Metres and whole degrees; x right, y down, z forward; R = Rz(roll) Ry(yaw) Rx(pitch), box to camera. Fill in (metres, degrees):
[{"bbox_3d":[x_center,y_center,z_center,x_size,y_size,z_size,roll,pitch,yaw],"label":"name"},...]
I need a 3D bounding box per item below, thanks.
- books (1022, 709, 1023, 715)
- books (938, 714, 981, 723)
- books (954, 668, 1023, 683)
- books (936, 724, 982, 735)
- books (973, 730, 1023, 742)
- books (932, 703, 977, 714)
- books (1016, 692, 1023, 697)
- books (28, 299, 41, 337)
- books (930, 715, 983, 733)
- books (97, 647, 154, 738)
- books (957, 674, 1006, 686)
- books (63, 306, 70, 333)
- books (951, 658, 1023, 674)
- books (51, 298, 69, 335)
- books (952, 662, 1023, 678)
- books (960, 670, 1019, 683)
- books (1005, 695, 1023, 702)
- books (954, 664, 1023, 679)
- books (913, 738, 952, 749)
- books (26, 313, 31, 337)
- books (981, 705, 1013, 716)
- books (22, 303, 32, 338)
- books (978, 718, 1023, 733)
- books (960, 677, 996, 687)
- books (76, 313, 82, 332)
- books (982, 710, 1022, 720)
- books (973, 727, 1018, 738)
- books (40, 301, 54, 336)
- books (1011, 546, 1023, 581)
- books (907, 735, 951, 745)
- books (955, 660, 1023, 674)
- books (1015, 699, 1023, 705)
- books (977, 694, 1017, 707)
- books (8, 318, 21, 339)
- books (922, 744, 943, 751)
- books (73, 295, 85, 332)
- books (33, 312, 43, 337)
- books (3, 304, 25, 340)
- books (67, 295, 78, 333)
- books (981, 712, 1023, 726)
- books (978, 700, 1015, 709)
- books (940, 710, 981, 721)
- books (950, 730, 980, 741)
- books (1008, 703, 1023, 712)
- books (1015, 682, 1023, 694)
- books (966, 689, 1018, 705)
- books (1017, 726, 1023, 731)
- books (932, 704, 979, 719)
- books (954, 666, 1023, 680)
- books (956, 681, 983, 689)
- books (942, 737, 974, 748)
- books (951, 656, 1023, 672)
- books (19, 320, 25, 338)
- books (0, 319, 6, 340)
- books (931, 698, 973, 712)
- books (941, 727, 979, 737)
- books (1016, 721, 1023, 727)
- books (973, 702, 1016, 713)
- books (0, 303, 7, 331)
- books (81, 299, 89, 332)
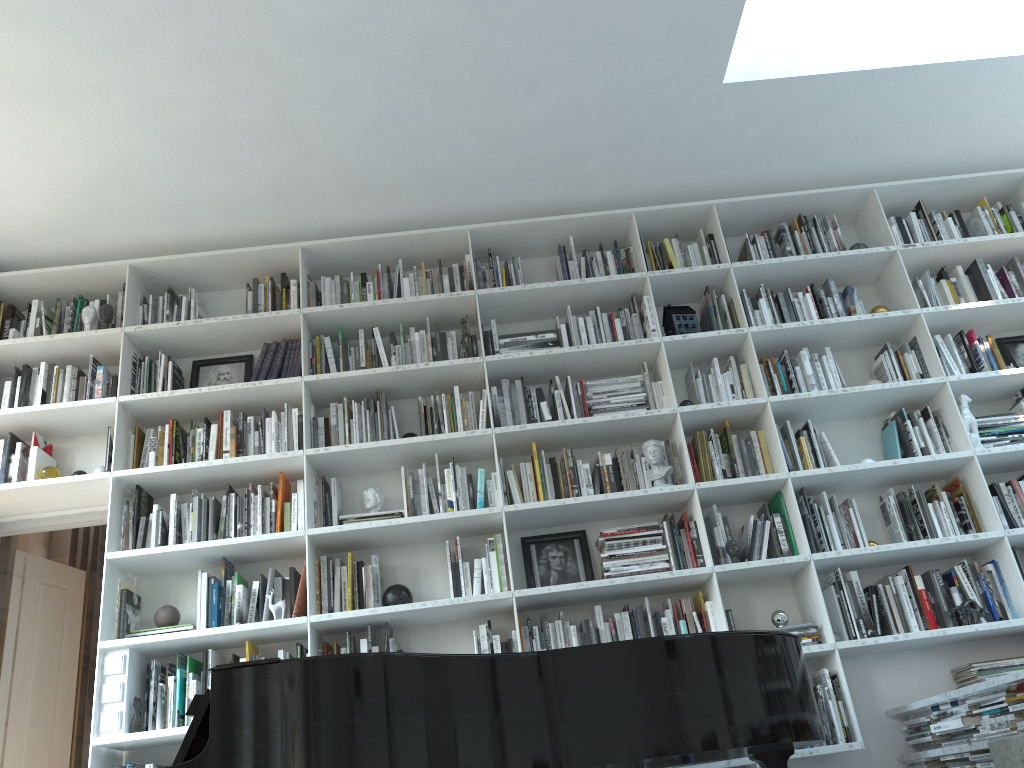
[{"bbox_3d":[1.717,1.000,2.757,0.159,0.018,0.204,-5,-26,-5],"label":"books"},{"bbox_3d":[1.709,1.241,3.302,0.171,0.007,0.207,-7,-26,-1],"label":"books"},{"bbox_3d":[2.056,1.210,3.708,0.345,0.007,0.194,-5,-26,-6],"label":"books"},{"bbox_3d":[1.717,1.274,3.286,0.163,0.008,0.296,-5,-26,-5],"label":"books"},{"bbox_3d":[1.714,1.178,2.992,0.183,0.012,0.298,-6,-26,-4],"label":"books"},{"bbox_3d":[1.712,1.207,3.318,0.159,0.007,0.286,-6,-26,-4],"label":"books"},{"bbox_3d":[1.724,0.952,2.781,0.128,0.013,0.297,-5,-26,-5],"label":"books"},{"bbox_3d":[-2.343,-0.250,4.417,0.028,0.282,0.190,-6,-26,-3],"label":"books"},{"bbox_3d":[1.700,1.258,3.293,0.189,0.029,0.239,-5,-26,-6],"label":"books"},{"bbox_3d":[-1.578,1.281,3.634,0.106,0.338,0.308,-6,-26,-3],"label":"books"},{"bbox_3d":[2.056,1.227,3.708,0.308,0.008,0.196,-6,-26,-3],"label":"books"},{"bbox_3d":[-2.197,-0.247,4.435,0.030,0.256,0.130,-6,-26,-3],"label":"books"},{"bbox_3d":[2.052,1.178,3.727,0.345,0.007,0.194,-5,-26,-5],"label":"books"},{"bbox_3d":[-2.233,-0.262,4.422,0.039,0.281,0.182,-6,-26,-3],"label":"books"},{"bbox_3d":[2.054,1.191,3.720,0.345,0.007,0.194,-7,-26,-1],"label":"books"},{"bbox_3d":[2.057,1.214,3.700,0.308,0.008,0.196,-9,-26,2],"label":"books"},{"bbox_3d":[1.700,0.964,2.775,0.187,0.009,0.262,-6,-26,-4],"label":"books"},{"bbox_3d":[2.055,1.194,3.709,0.345,0.007,0.194,-4,-26,-7],"label":"books"},{"bbox_3d":[1.722,1.428,3.536,0.163,0.017,0.234,-7,-26,-1],"label":"books"},{"bbox_3d":[-2.365,-0.218,4.412,0.024,0.226,0.158,-6,-26,-3],"label":"books"},{"bbox_3d":[1.720,1.107,3.027,0.144,0.013,0.221,-8,-26,0],"label":"books"},{"bbox_3d":[-2.386,-0.244,4.416,0.010,0.280,0.161,-6,-26,-3],"label":"books"},{"bbox_3d":[1.714,1.152,3.005,0.164,0.023,0.243,-8,-26,1],"label":"books"},{"bbox_3d":[2.057,1.228,3.693,0.308,0.008,0.196,-4,-26,-7],"label":"books"},{"bbox_3d":[-2.124,-0.230,4.411,0.024,0.186,0.160,-6,-26,-3],"label":"books"},{"bbox_3d":[1.725,1.118,3.021,0.150,0.013,0.216,-6,-26,-3],"label":"books"},{"bbox_3d":[1.707,1.168,2.997,0.190,0.012,0.236,-5,-26,-5],"label":"books"},{"bbox_3d":[-2.280,-0.255,4.402,0.057,0.261,0.191,-6,-26,-3],"label":"books"},{"bbox_3d":[2.226,0.887,3.880,0.013,0.325,0.131,-6,-26,-3],"label":"books"},{"bbox_3d":[1.711,1.414,3.543,0.175,0.017,0.266,-8,-26,0],"label":"books"},{"bbox_3d":[2.053,1.185,3.723,0.308,0.008,0.196,-7,-26,-1],"label":"books"},{"bbox_3d":[1.708,0.973,2.771,0.161,0.012,0.255,-8,-26,1],"label":"books"},{"bbox_3d":[1.714,1.079,3.040,0.149,0.013,0.221,-8,-26,0],"label":"books"},{"bbox_3d":[-2.429,-0.200,4.385,0.028,0.185,0.182,-6,-26,-3],"label":"books"},{"bbox_3d":[1.737,1.440,3.530,0.134,0.014,0.182,-5,-26,-6],"label":"books"},{"bbox_3d":[-2.158,-0.278,4.447,0.029,0.313,0.130,-6,-26,-3],"label":"books"},{"bbox_3d":[-2.310,-0.223,4.393,0.030,0.205,0.176,-6,-26,-3],"label":"books"},{"bbox_3d":[-2.461,-0.234,4.400,0.025,0.268,0.178,-6,-26,-3],"label":"books"},{"bbox_3d":[-2.178,-0.276,4.434,0.014,0.302,0.146,-6,-26,-3],"label":"books"},{"bbox_3d":[1.723,1.132,3.015,0.154,0.018,0.222,-6,-26,-4],"label":"books"},{"bbox_3d":[1.716,1.089,3.035,0.160,0.010,0.180,-6,-26,-3],"label":"books"},{"bbox_3d":[1.714,1.232,3.306,0.143,0.012,0.265,-9,-26,1],"label":"books"},{"bbox_3d":[1.736,1.293,3.277,0.131,0.021,0.241,-7,-26,-1],"label":"books"},{"bbox_3d":[1.706,0.986,2.764,0.179,0.017,0.294,-7,-26,-2],"label":"books"},{"bbox_3d":[1.711,0.935,2.789,0.139,0.028,0.263,-9,-26,1],"label":"books"},{"bbox_3d":[1.700,1.068,3.046,0.165,0.015,0.244,-4,-26,-7],"label":"books"},{"bbox_3d":[1.706,1.042,2.737,0.182,0.011,0.254,-8,-26,1],"label":"books"},{"bbox_3d":[1.711,1.218,3.313,0.163,0.018,0.291,-6,-26,-4],"label":"books"},{"bbox_3d":[2.056,1.204,3.714,0.345,0.007,0.194,-7,-26,-1],"label":"books"},{"bbox_3d":[2.057,1.238,3.697,0.345,0.007,0.194,-5,-26,-5],"label":"books"},{"bbox_3d":[1.720,1.312,3.267,0.173,0.016,0.234,-6,-26,-4],"label":"books"},{"bbox_3d":[2.051,1.171,3.730,0.345,0.007,0.194,-7,-26,-1],"label":"books"},{"bbox_3d":[-2.401,-0.196,4.411,0.031,0.194,0.146,-6,-26,-3],"label":"books"},{"bbox_3d":[-2.481,-0.196,4.388,0.024,0.194,0.168,-6,-26,-3],"label":"books"},{"bbox_3d":[1.699,1.196,3.323,0.171,0.020,0.194,-4,-26,-7],"label":"books"},{"bbox_3d":[1.721,1.281,3.282,0.152,0.009,0.260,-5,-26,-6],"label":"books"},{"bbox_3d":[1.711,1.031,2.743,0.177,0.014,0.248,-5,-26,-5],"label":"books"},{"bbox_3d":[1.711,1.098,3.031,0.167,0.008,0.235,-6,-26,-4],"label":"books"},{"bbox_3d":[-2.505,-0.236,4.404,0.014,0.284,0.176,-6,-26,-3],"label":"books"},{"bbox_3d":[-2.111,-0.268,4.437,0.013,0.274,0.159,-6,-26,-3],"label":"books"}]
